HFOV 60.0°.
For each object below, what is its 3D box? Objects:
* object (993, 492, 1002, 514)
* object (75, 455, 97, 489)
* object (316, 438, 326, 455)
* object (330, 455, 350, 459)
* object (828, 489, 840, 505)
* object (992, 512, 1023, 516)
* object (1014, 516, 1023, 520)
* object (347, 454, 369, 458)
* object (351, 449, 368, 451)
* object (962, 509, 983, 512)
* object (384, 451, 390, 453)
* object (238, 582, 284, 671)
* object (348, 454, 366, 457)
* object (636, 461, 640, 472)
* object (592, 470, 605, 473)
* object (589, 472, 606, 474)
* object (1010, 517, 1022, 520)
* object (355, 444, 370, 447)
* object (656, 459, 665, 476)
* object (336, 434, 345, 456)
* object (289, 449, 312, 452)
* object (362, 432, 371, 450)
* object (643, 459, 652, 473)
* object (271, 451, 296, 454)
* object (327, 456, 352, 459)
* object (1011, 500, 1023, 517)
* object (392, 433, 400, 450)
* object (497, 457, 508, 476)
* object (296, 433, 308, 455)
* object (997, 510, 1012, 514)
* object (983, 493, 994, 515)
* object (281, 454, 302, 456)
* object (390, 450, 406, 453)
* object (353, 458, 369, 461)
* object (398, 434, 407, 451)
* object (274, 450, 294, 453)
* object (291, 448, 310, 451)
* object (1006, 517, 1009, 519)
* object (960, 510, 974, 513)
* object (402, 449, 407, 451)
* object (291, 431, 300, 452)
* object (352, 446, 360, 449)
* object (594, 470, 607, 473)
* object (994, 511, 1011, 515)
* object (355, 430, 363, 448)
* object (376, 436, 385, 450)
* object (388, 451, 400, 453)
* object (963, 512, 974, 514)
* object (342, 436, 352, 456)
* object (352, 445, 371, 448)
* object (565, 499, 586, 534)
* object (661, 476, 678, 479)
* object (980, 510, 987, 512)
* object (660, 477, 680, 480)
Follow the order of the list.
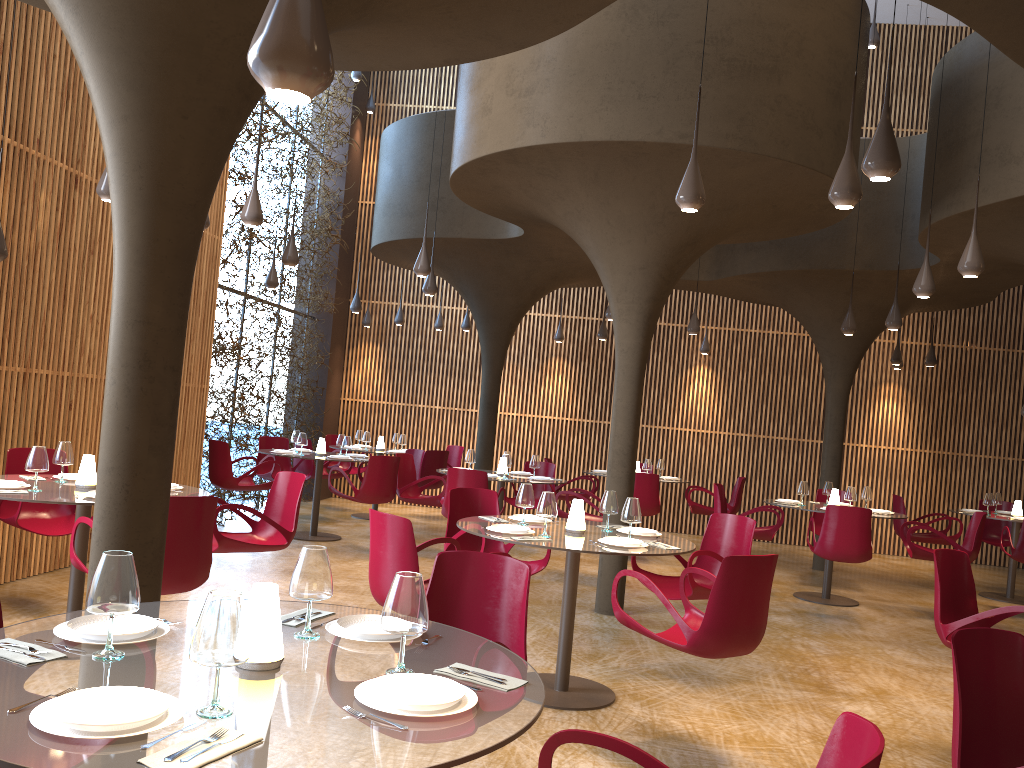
[{"bbox_3d":[6.879,1.692,12.582,0.142,0.295,0.142,5,-1,-11],"label":"object"},{"bbox_3d":[-3.014,0.620,6.292,0.144,0.232,0.142,5,-1,-8],"label":"object"},{"bbox_3d":[-2.610,0.856,12.142,0.142,0.232,0.144,6,-1,-28],"label":"object"},{"bbox_3d":[-2.282,0.969,11.751,0.263,0.029,0.263,6,-2,-32],"label":"object"},{"bbox_3d":[3.950,1.401,10.856,0.142,0.232,0.144,5,-1,-18],"label":"object"},{"bbox_3d":[7.084,1.852,12.674,0.410,0.012,0.204,4,-2,20],"label":"object"},{"bbox_3d":[6.756,1.778,11.680,0.263,0.029,0.263,5,-2,12],"label":"object"},{"bbox_3d":[-2.174,1.011,12.425,0.332,0.014,0.332,5,-2,0],"label":"object"},{"bbox_3d":[-2.435,1.054,14.154,0.262,0.017,0.126,7,-2,-38],"label":"object"},{"bbox_3d":[6.414,1.770,12.349,0.263,0.029,0.263,4,-2,19],"label":"object"},{"bbox_3d":[-1.861,1.107,14.369,0.411,0.012,0.204,7,-2,-37],"label":"object"},{"bbox_3d":[-0.726,0.698,2.574,0.142,0.232,0.144,5,-1,-15],"label":"object"},{"bbox_3d":[-2.173,1.002,12.425,0.263,0.029,0.263,5,-2,0],"label":"object"},{"bbox_3d":[1.950,1.324,13.881,0.142,0.232,0.144,5,-1,-8],"label":"object"},{"bbox_3d":[1.415,1.385,13.938,0.331,0.014,0.332,4,-2,20],"label":"object"},{"bbox_3d":[1.327,1.374,13.649,0.262,0.017,0.126,5,-2,13],"label":"object"},{"bbox_3d":[6.756,1.787,11.680,0.331,0.014,0.332,4,-2,34],"label":"object"},{"bbox_3d":[-2.559,1.060,15.146,0.263,0.029,0.263,7,-2,-39],"label":"object"},{"bbox_3d":[2.344,1.333,14.001,0.142,0.295,0.142,6,-1,-40],"label":"object"},{"bbox_3d":[-2.394,0.854,12.427,0.142,0.295,0.142,6,-1,-43],"label":"object"},{"bbox_3d":[-2.986,0.942,12.524,0.332,0.014,0.332,5,-2,-1],"label":"object"},{"bbox_3d":[-2.362,0.924,14.387,0.142,0.295,0.142,5,-1,6],"label":"object"},{"bbox_3d":[2.057,1.289,13.477,0.142,0.295,0.142,5,-1,0],"label":"object"},{"bbox_3d":[-3.031,0.912,11.781,0.332,0.014,0.332,6,-2,-12],"label":"object"},{"bbox_3d":[-2.283,0.978,11.751,0.331,0.014,0.332,5,-2,16],"label":"object"},{"bbox_3d":[6.938,1.713,12.167,0.144,0.232,0.142,5,-1,2],"label":"object"},{"bbox_3d":[-1.968,0.982,15.048,0.142,0.295,0.142,5,-1,24],"label":"object"},{"bbox_3d":[-0.118,1.051,11.312,0.142,0.232,0.144,6,-1,-38],"label":"object"},{"bbox_3d":[-2.787,0.796,11.765,0.142,0.295,0.142,5,-1,6],"label":"object"},{"bbox_3d":[7.081,1.841,12.675,0.263,0.029,0.263,4,-2,34],"label":"object"},{"bbox_3d":[6.525,1.645,12.139,0.142,0.295,0.142,6,-1,-35],"label":"object"},{"bbox_3d":[-2.860,0.926,11.533,0.262,0.017,0.126,7,-2,-38],"label":"object"},{"bbox_3d":[-1.856,1.097,14.372,0.263,0.029,0.263,5,-2,0],"label":"object"},{"bbox_3d":[-2.021,1.014,11.898,0.126,0.017,0.261,6,-2,-33],"label":"object"},{"bbox_3d":[-1.806,0.981,14.603,0.142,0.295,0.142,6,-1,-34],"label":"object"},{"bbox_3d":[-3.030,0.903,11.782,0.263,0.029,0.263,6,-2,-22],"label":"object"},{"bbox_3d":[-2.985,0.932,12.524,0.263,0.029,0.263,3,-3,44],"label":"object"},{"bbox_3d":[6.751,1.788,11.681,0.410,0.012,0.204,4,-2,24],"label":"object"},{"bbox_3d":[6.414,1.779,12.349,0.331,0.014,0.332,4,-2,35],"label":"object"},{"bbox_3d":[-1.748,1.129,15.047,0.263,0.029,0.263,5,-2,9],"label":"object"},{"bbox_3d":[-2.997,0.795,12.293,0.142,0.295,0.142,5,-1,19],"label":"object"},{"bbox_3d":[-2.605,1.030,14.403,0.263,0.029,0.263,5,-2,-6],"label":"object"},{"bbox_3d":[1.416,1.375,13.938,0.263,0.029,0.263,3,-3,43],"label":"object"},{"bbox_3d":[7.080,1.850,12.675,0.331,0.014,0.332,3,-3,43],"label":"object"},{"bbox_3d":[-2.572,0.923,14.915,0.142,0.295,0.142,5,-1,8],"label":"object"},{"bbox_3d":[-2.185,0.983,14.764,0.144,0.232,0.142,5,-1,-18],"label":"object"},{"bbox_3d":[-1.857,1.106,14.372,0.331,0.014,0.332,4,-2,25],"label":"object"},{"bbox_3d":[6.282,1.765,12.077,0.261,0.017,0.126,4,-2,22],"label":"object"},{"bbox_3d":[-2.232,0.854,11.981,0.142,0.295,0.142,5,-1,22],"label":"object"},{"bbox_3d":[-2.560,1.070,15.146,0.332,0.014,0.332,5,-2,-1],"label":"object"},{"bbox_3d":[0.456,0.930,6.247,0.142,0.232,0.144,5,-1,0],"label":"object"},{"bbox_3d":[2.449,1.463,13.799,0.263,0.029,0.263,6,-2,-15],"label":"object"},{"bbox_3d":[6.812,1.838,12.814,0.126,0.017,0.262,4,-2,24],"label":"object"},{"bbox_3d":[2.449,1.473,13.799,0.331,0.014,0.332,4,-2,30],"label":"object"}]
